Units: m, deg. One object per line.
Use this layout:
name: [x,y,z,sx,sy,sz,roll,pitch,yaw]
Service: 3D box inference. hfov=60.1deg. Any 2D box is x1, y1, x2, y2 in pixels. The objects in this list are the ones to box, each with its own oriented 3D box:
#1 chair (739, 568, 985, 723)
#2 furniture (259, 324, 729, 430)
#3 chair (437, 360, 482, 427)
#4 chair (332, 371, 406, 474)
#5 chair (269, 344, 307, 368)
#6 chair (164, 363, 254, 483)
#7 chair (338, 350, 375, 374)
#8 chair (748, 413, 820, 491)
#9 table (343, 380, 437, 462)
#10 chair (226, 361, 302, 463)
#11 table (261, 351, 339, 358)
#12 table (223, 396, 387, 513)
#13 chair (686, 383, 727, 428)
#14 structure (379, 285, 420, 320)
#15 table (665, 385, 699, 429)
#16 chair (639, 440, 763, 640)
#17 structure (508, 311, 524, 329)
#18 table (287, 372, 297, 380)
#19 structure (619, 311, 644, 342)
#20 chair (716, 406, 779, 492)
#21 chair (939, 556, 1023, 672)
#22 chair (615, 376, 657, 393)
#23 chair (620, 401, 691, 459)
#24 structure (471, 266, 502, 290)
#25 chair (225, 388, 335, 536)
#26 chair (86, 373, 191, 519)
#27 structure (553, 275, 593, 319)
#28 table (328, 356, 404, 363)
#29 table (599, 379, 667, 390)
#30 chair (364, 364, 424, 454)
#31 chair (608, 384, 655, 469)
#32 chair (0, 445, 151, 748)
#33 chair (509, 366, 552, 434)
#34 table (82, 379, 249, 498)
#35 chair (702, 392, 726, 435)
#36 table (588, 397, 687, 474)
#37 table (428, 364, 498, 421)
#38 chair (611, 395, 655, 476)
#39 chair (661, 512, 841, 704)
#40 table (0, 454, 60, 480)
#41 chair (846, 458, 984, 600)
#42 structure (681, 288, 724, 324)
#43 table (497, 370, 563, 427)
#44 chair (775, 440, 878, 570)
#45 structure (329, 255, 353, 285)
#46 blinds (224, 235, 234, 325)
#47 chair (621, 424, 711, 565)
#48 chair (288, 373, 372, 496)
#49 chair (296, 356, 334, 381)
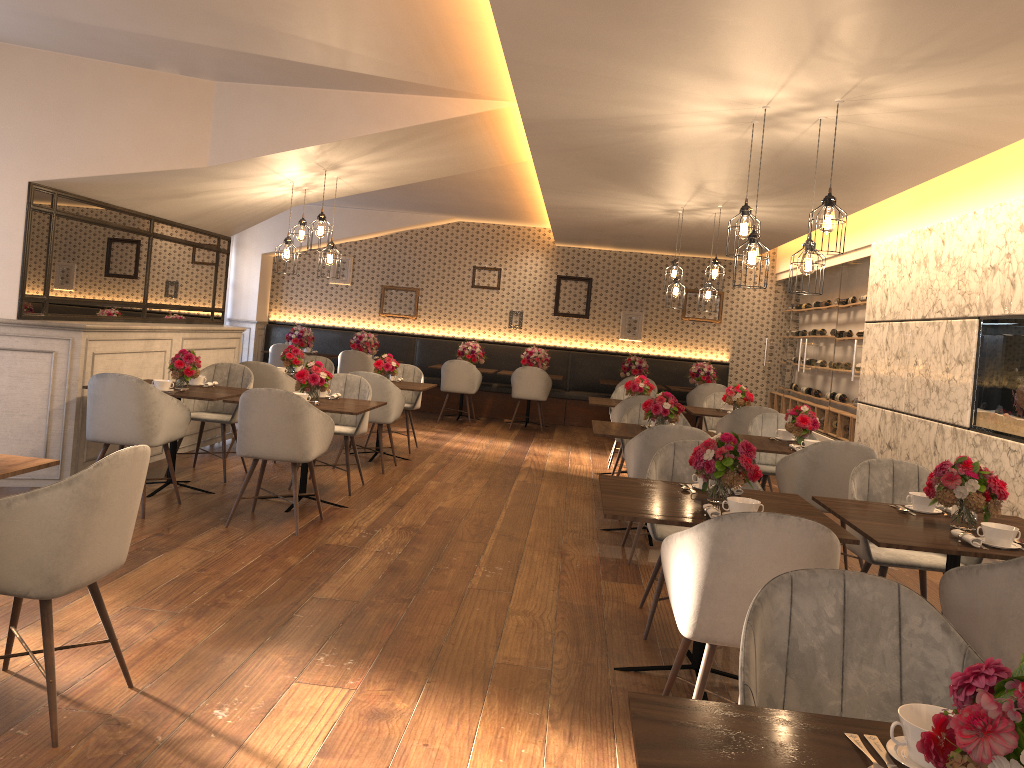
chair: [0.699,0.873,1.769,0.565,0.872,0.526,5,1,4]
furniture: [-0.345,-0.052,13.245,7.090,1.081,0.541,5,1,4]
chair: [-0.718,0.101,11.962,0.565,0.872,0.526,5,1,4]
chair: [-1.271,0.313,7.843,0.565,0.872,0.526,5,1,4]
chair: [-3.077,-0.120,12.143,0.565,0.872,0.526,5,1,4]
chair: [-2.331,0.277,6.925,0.565,0.872,0.526,5,1,4]
chair: [-2.124,-0.031,12.070,0.565,0.872,0.526,5,1,4]
chair: [2.039,0.677,6.737,0.565,0.872,0.526,5,1,4]
table: [-1.264,0.347,8.515,0.896,0.720,0.897,5,2,4]
chair: [-2.223,0.224,7.916,0.565,0.872,0.526,5,1,4]
table: [-3.071,-0.086,12.816,0.896,0.720,0.897,5,2,4]
table: [-1.442,0.478,6.197,0.896,0.720,0.897,5,2,4]
chair: [2.594,0.411,11.707,0.565,0.872,0.526,5,1,4]
structure: [-1.737,-1.258,13.636,0.601,0.485,0.032,5,0,4]
table: [2.600,0.445,12.380,0.896,0.720,0.897,5,2,4]
chair: [0.889,0.733,4.239,0.565,0.872,0.526,5,1,4]
structure: [0.060,-0.978,13.506,0.216,0.277,0.018,5,0,4]
table: [-2.217,0.258,8.589,0.896,0.720,0.897,5,2,4]
structure: [1.807,-0.872,13.364,0.340,0.440,0.034,5,0,4]
chair: [2.112,0.611,7.884,0.565,0.872,0.526,5,1,4]
chair: [1.725,0.896,2.843,0.565,0.872,0.526,5,1,4]
chair: [1.641,0.322,11.780,0.565,0.872,0.526,5,1,4]
chair: [1.086,0.588,6.810,0.565,0.872,0.526,5,1,4]
structure: [-0.390,-1.619,13.543,0.449,0.345,0.016,5,0,4]
chair: [-1.448,0.444,5.526,0.565,0.872,0.526,5,1,4]
chair: [-2.401,0.355,5.599,0.565,0.872,0.526,5,1,4]
structure: [0.927,-1.319,13.439,0.544,0.632,0.035,5,0,4]
table: [-2.118,0.003,12.743,0.896,0.720,0.897,5,2,4]
table: [1.648,0.356,12.453,0.896,0.720,0.897,5,2,4]
chair: [-1.200,0.235,9.169,0.565,0.872,0.526,5,1,4]
chair: [1.276,0.448,9.281,0.565,0.872,0.526,5,1,4]
chair: [-1.505,0.609,2.848,0.526,0.872,0.565,5,1,4]
chair: [0.235,0.190,11.888,0.565,0.872,0.526,5,1,4]
table: [-2.395,0.389,6.272,0.896,0.720,0.897,5,2,4]
chair: [2.229,0.537,9.207,0.565,0.872,0.526,5,1,4]
table: [1.166,0.555,8.630,0.896,0.720,0.897,5,2,4]
table: [-0.711,0.135,12.634,0.896,0.720,0.897,5,2,4]
chair: [1.159,0.521,7.957,0.565,0.872,0.526,5,1,4]
chair: [0.772,0.807,2.916,0.565,0.872,0.526,5,1,4]
table: [-2.181,0.624,2.862,0.896,0.720,0.897,5,2,4]
chair: [1.842,0.822,4.166,0.565,0.872,0.526,5,1,4]
structure: [2.861,-1.170,13.283,0.601,0.485,0.032,5,0,4]
table: [0.241,0.224,12.561,0.896,0.720,0.897,5,2,4]
chair: [1.922,0.750,5.414,0.565,0.872,0.526,5,1,4]
structure: [-2.643,-1.762,13.707,0.340,0.440,0.034,5,0,4]
blinds: [-4.297,-1.211,13.007,0.134,2.698,0.618,5,0,5]
chair: [0.970,0.661,5.487,0.565,0.872,0.526,5,1,4]
chair: [-1.378,0.366,6.852,0.565,0.872,0.526,5,1,4]
chair: [-2.153,0.146,9.242,0.565,0.872,0.526,5,1,4]
